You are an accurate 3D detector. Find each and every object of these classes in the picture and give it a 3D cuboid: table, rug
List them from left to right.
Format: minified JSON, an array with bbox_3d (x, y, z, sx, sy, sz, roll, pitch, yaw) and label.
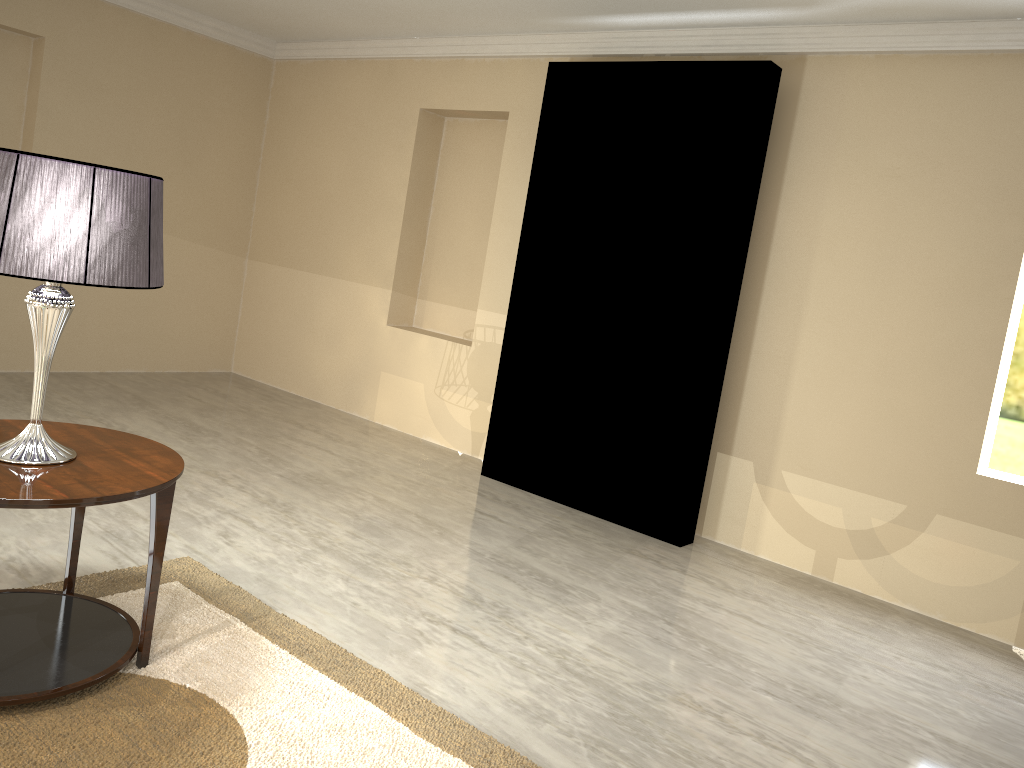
[{"bbox_3d":[-0.709,0.902,0.921,2.989,0.022,2.669,15,10,37],"label":"rug"},{"bbox_3d":[-1.159,0.407,2.081,0.678,0.496,0.674,14,8,34],"label":"table"}]

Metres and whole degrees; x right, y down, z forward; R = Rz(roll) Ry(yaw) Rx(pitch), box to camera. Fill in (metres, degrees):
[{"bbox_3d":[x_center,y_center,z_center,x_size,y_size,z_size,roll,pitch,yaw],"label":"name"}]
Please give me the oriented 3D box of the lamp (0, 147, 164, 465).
[{"bbox_3d":[-1.063,-0.171,2.031,0.475,0.678,0.476,11,6,12],"label":"lamp"}]
